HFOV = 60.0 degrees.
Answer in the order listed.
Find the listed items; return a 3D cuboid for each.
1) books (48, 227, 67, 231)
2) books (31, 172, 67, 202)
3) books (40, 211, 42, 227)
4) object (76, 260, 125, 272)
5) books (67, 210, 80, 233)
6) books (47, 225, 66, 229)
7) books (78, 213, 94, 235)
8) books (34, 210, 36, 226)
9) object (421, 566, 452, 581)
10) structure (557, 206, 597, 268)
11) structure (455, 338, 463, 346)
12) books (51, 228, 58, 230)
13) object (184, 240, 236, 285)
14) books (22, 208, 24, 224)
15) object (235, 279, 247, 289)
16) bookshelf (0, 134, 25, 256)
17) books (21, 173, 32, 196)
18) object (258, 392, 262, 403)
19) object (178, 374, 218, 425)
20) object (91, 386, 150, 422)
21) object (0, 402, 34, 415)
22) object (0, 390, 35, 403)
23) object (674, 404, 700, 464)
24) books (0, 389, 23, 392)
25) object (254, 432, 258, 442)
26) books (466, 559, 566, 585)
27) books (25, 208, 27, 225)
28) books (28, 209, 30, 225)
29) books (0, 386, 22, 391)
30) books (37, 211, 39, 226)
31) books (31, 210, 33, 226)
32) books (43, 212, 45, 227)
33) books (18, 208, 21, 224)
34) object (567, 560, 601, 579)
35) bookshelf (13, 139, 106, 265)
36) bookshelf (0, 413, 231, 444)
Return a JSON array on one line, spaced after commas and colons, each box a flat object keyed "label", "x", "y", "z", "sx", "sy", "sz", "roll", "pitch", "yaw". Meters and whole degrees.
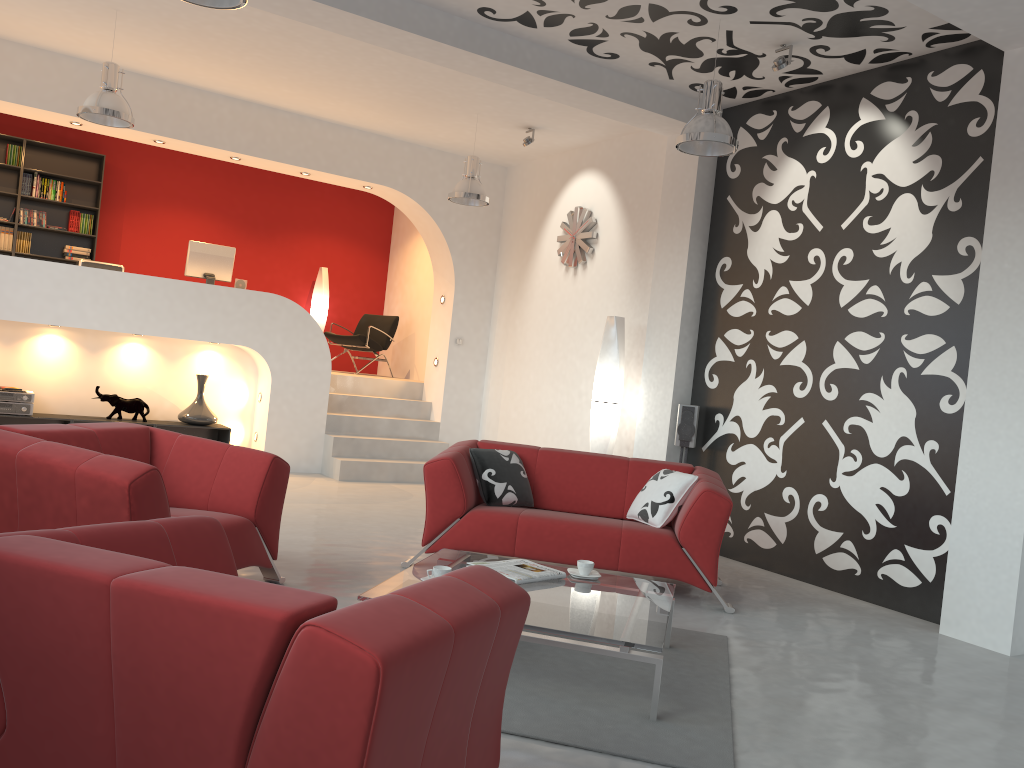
[{"label": "books", "x": -5.212, "y": -1.774, "z": 10.168, "sx": 0.190, "sy": 0.015, "sz": 0.135, "roll": 6, "pitch": 1, "yaw": -32}, {"label": "books", "x": -5.251, "y": -2.217, "z": 10.073, "sx": 0.341, "sy": 0.286, "sz": 0.231, "roll": 6, "pitch": 1, "yaw": -32}, {"label": "books", "x": -5.355, "y": -1.862, "z": 10.072, "sx": 0.031, "sy": 0.190, "sz": 0.135, "roll": 6, "pitch": 1, "yaw": -32}, {"label": "object", "x": -3.948, "y": -1.048, "z": 8.463, "sx": 0.397, "sy": 0.217, "sz": 0.458, "roll": 6, "pitch": 1, "yaw": -32}, {"label": "books", "x": -5.066, "y": -1.865, "z": 10.243, "sx": 0.090, "sy": 0.256, "sz": 0.181, "roll": 6, "pitch": 1, "yaw": -32}, {"label": "books", "x": -5.219, "y": -1.790, "z": 10.162, "sx": 0.190, "sy": 0.015, "sz": 0.135, "roll": 6, "pitch": 1, "yaw": -27}, {"label": "books", "x": -4.965, "y": -1.847, "z": 10.306, "sx": 0.146, "sy": 0.240, "sz": 0.170, "roll": 6, "pitch": 1, "yaw": -32}, {"label": "books", "x": -5.405, "y": -1.867, "z": 10.040, "sx": 0.031, "sy": 0.190, "sz": 0.135, "roll": 6, "pitch": 1, "yaw": -32}, {"label": "object", "x": -0.293, "y": 0.803, "z": 3.710, "sx": 0.153, "sy": 0.069, "sz": 0.153, "roll": 6, "pitch": 1, "yaw": 24}, {"label": "structure", "x": 0.616, "y": -1.428, "z": 8.620, "sx": 0.090, "sy": 0.596, "sz": 0.596, "roll": 6, "pitch": 1, "yaw": -32}, {"label": "structure", "x": -0.579, "y": -0.465, "z": 9.729, "sx": 0.080, "sy": 0.080, "sz": 0.016, "roll": 6, "pitch": 1, "yaw": -32}, {"label": "books", "x": -5.219, "y": -1.760, "z": 10.165, "sx": 0.190, "sy": 0.015, "sz": 0.135, "roll": 6, "pitch": 1, "yaw": -37}, {"label": "object", "x": -3.043, "y": -1.181, "z": 8.922, "sx": 0.458, "sy": 0.452, "sz": 0.230, "roll": 6, "pitch": 1, "yaw": -32}, {"label": "books", "x": -5.506, "y": -1.877, "z": 9.977, "sx": 0.031, "sy": 0.190, "sz": 0.135, "roll": 6, "pitch": 1, "yaw": -32}, {"label": "object", "x": -2.808, "y": -1.005, "z": 9.141, "sx": 0.151, "sy": 0.147, "sz": 0.133, "roll": 7, "pitch": 1, "yaw": 41}, {"label": "bookshelf", "x": -5.902, "y": -1.647, "z": 9.686, "sx": 0.816, "sy": 2.213, "sz": 0.305, "roll": 6, "pitch": 1, "yaw": -32}, {"label": "books", "x": -5.465, "y": -2.224, "z": 9.967, "sx": 0.090, "sy": 0.256, "sz": 0.181, "roll": 6, "pitch": 1, "yaw": -32}, {"label": "object", "x": -2.542, "y": 0.136, "z": 8.934, "sx": 0.011, "sy": 0.105, "sz": 0.105, "roll": 6, "pitch": 1, "yaw": -32}, {"label": "object", "x": -3.010, "y": 0.152, "z": 8.552, "sx": 0.369, "sy": 0.481, "sz": 0.369, "roll": 6, "pitch": 1, "yaw": 23}, {"label": "object", "x": -3.618, "y": 0.183, "z": 8.203, "sx": 0.507, "sy": 0.296, "sz": 0.191, "roll": 6, "pitch": 1, "yaw": -17}, {"label": "object", "x": -4.401, "y": 0.193, "z": 7.684, "sx": 0.430, "sy": 0.100, "sz": 0.365, "roll": 6, "pitch": 1, "yaw": -32}, {"label": "object", "x": -4.394, "y": 0.095, "z": 7.689, "sx": 0.430, "sy": 0.077, "sz": 0.349, "roll": 6, "pitch": 1, "yaw": -32}, {"label": "object", "x": 1.326, "y": 0.716, "z": 6.938, "sx": 0.214, "sy": 1.112, "sz": 0.229, "roll": 6, "pitch": 1, "yaw": 13}, {"label": "books", "x": -4.345, "y": 0.054, "z": 7.679, "sx": 0.190, "sy": 0.015, "sz": 0.135, "roll": 7, "pitch": 1, "yaw": 38}, {"label": "object", "x": -2.585, "y": 0.533, "z": 8.938, "sx": 0.011, "sy": 0.105, "sz": 0.105, "roll": 6, "pitch": 1, "yaw": -32}, {"label": "books", "x": 0.021, "y": 0.851, "z": 4.033, "sx": 0.367, "sy": 0.035, "sz": 0.345, "roll": 6, "pitch": 1, "yaw": -42}, {"label": "books", "x": -5.481, "y": -1.874, "z": 9.993, "sx": 0.031, "sy": 0.190, "sz": 0.135, "roll": 6, "pitch": 1, "yaw": -32}, {"label": "books", "x": -5.456, "y": -1.872, "z": 10.008, "sx": 0.031, "sy": 0.190, "sz": 0.135, "roll": 6, "pitch": 1, "yaw": -32}, {"label": "books", "x": -4.351, "y": 0.038, "z": 7.685, "sx": 0.190, "sy": 0.015, "sz": 0.135, "roll": 7, "pitch": 1, "yaw": 43}, {"label": "books", "x": -5.380, "y": -1.864, "z": 10.056, "sx": 0.031, "sy": 0.190, "sz": 0.135, "roll": 6, "pitch": 1, "yaw": -32}, {"label": "books", "x": -5.431, "y": -1.869, "z": 10.024, "sx": 0.031, "sy": 0.190, "sz": 0.135, "roll": 6, "pitch": 1, "yaw": -32}, {"label": "books", "x": -5.329, "y": -1.859, "z": 10.088, "sx": 0.031, "sy": 0.190, "sz": 0.135, "roll": 6, "pitch": 1, "yaw": -32}, {"label": "books", "x": -5.532, "y": -1.880, "z": 9.961, "sx": 0.031, "sy": 0.190, "sz": 0.135, "roll": 6, "pitch": 1, "yaw": -32}, {"label": "object", "x": 0.340, "y": 0.867, "z": 4.154, "sx": 0.153, "sy": 0.069, "sz": 0.153, "roll": 6, "pitch": 1, "yaw": -6}, {"label": "bookshelf", "x": -5.214, "y": -1.577, "z": 10.120, "sx": 0.816, "sy": 2.213, "sz": 0.305, "roll": 6, "pitch": 1, "yaw": -32}, {"label": "bookshelf", "x": -3.991, "y": 0.494, "z": 7.965, "sx": 2.764, "sy": 0.397, "sz": 0.405, "roll": 6, "pitch": 1, "yaw": -32}]
